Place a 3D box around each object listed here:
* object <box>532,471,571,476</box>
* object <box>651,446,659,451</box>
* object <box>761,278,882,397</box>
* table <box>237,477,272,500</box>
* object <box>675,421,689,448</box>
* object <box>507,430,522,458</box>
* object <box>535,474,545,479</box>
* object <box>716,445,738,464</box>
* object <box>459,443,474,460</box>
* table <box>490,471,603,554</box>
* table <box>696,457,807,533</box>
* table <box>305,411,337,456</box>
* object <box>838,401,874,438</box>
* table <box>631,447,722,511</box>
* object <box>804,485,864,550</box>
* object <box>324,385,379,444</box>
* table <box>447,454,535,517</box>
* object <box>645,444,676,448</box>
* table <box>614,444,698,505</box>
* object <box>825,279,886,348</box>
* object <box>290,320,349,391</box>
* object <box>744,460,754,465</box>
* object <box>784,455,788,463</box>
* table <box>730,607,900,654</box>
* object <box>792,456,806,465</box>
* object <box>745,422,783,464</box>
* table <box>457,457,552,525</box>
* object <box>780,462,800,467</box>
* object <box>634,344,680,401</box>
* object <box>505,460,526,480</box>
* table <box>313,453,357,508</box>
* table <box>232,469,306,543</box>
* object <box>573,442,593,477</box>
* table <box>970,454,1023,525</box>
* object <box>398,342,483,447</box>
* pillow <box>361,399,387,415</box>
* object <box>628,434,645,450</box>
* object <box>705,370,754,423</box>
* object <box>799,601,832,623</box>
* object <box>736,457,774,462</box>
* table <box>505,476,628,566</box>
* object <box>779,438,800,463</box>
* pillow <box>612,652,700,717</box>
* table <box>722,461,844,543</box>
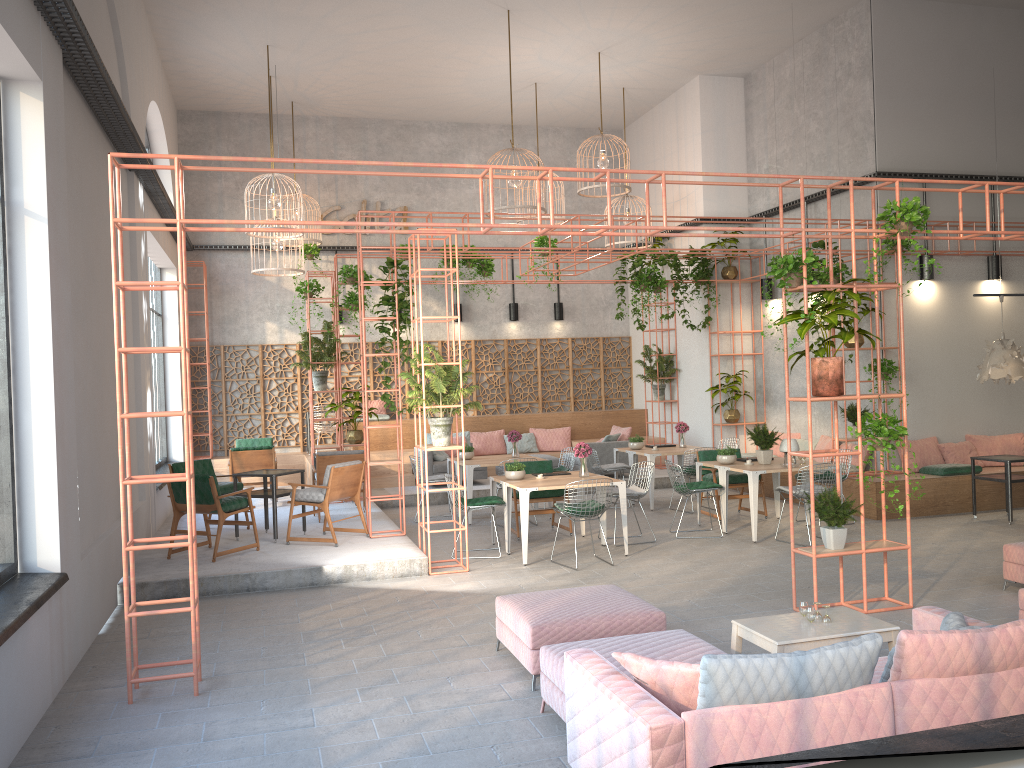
[{"bbox_3d":[0.478,1.099,10.779,0.427,0.031,0.268,-2,0,-16],"label":"object"},{"bbox_3d":[2.198,0.985,13.620,0.115,0.078,0.115,-2,0,-10],"label":"object"},{"bbox_3d":[2.508,-0.372,7.204,0.924,0.946,0.923,-2,0,40],"label":"object"},{"bbox_3d":[-4.221,1.487,14.495,0.602,0.798,0.635,-2,0,-16],"label":"table"},{"bbox_3d":[2.677,0.795,13.953,0.225,0.414,0.213,-2,0,-23],"label":"object"},{"bbox_3d":[0.040,0.890,13.213,0.225,0.414,0.213,-2,0,-23],"label":"object"},{"bbox_3d":[0.332,1.082,10.392,0.115,0.073,0.115,-2,0,-21],"label":"object"},{"bbox_3d":[2.710,0.887,11.201,0.254,0.247,0.248,-2,0,-16],"label":"object"},{"bbox_3d":[-0.682,0.999,13.181,0.252,0.247,0.247,-2,0,-16],"label":"object"},{"bbox_3d":[0.410,1.520,10.656,1.205,0.830,0.694,-2,0,-16],"label":"table"},{"bbox_3d":[3.084,1.411,11.424,1.205,0.830,0.694,-2,0,-16],"label":"table"},{"bbox_3d":[-3.532,0.908,16.590,0.602,0.798,0.635,-2,0,-16],"label":"table"},{"bbox_3d":[4.787,0.494,12.370,0.368,0.527,0.438,-2,0,-16],"label":"object"},{"bbox_3d":[2.514,1.424,13.473,1.214,0.830,0.694,-2,0,-16],"label":"table"},{"bbox_3d":[2.626,1.091,7.301,0.368,0.527,0.438,-2,0,-16],"label":"object"},{"bbox_3d":[-2.511,0.477,13.790,0.903,0.923,0.934,-2,0,41],"label":"object"},{"bbox_3d":[-0.310,1.523,13.404,1.205,0.830,0.694,-2,0,-16],"label":"table"},{"bbox_3d":[2.390,0.995,14.266,0.427,0.031,0.268,-2,0,-16],"label":"object"},{"bbox_3d":[2.322,1.428,14.142,1.205,0.830,0.694,-2,0,-16],"label":"table"},{"bbox_3d":[4.685,-0.970,12.244,0.903,0.947,0.934,-2,0,36],"label":"object"},{"bbox_3d":[-2.984,-0.443,13.844,0.900,1.101,0.894,-2,0,38],"label":"object"},{"bbox_3d":[2.936,0.968,10.987,0.115,0.078,0.115,-2,0,-10],"label":"object"},{"bbox_3d":[3.368,0.925,10.820,0.095,0.119,0.095,-2,0,9],"label":"object"},{"bbox_3d":[1.842,1.682,5.393,0.916,0.455,0.520,-2,0,-16],"label":"table"},{"bbox_3d":[3.564,0.905,10.911,0.210,0.154,0.165,-2,0,-26],"label":"object"},{"bbox_3d":[3.118,0.731,11.039,0.368,0.527,0.438,-2,0,-16],"label":"object"},{"bbox_3d":[-0.118,1.518,12.737,1.214,0.830,0.694,-2,0,-16],"label":"table"},{"bbox_3d":[3.317,0.967,10.583,0.218,0.041,0.218,-2,0,-7],"label":"object"},{"bbox_3d":[2.810,-0.231,17.128,0.900,1.097,0.894,-2,0,13],"label":"object"},{"bbox_3d":[0.038,1.009,10.433,0.252,0.247,0.247,-2,0,-16],"label":"object"},{"bbox_3d":[-2.637,1.436,13.211,0.602,0.798,0.635,-2,0,-16],"label":"table"},{"bbox_3d":[-2.919,1.454,10.686,0.635,0.798,0.602,-2,0,24],"label":"table"},{"bbox_3d":[0.831,0.884,10.391,0.225,0.414,0.213,-2,0,-23],"label":"object"},{"bbox_3d":[6.309,1.332,11.279,0.602,0.798,0.635,-2,0,-16],"label":"table"},{"bbox_3d":[-0.789,0.111,9.468,0.900,1.100,0.894,-2,0,13],"label":"object"},{"bbox_3d":[-2.702,0.455,17.389,0.499,0.324,0.307,-2,0,0],"label":"pillow"},{"bbox_3d":[1.949,0.905,13.919,0.254,0.247,0.248,-2,0,-16],"label":"object"},{"bbox_3d":[3.810,0.223,15.615,0.934,0.919,0.903,-2,0,-44],"label":"object"},{"bbox_3d":[1.868,1.430,5.473,0.156,0.145,0.199,-2,0,-1],"label":"object"},{"bbox_3d":[3.152,0.978,11.547,0.427,0.031,0.268,-2,0,-16],"label":"object"},{"bbox_3d":[0.602,1.515,9.986,1.214,0.830,0.694,-2,0,-16],"label":"table"},{"bbox_3d":[3.448,0.837,11.018,0.241,0.313,0.241,-2,0,29],"label":"object"},{"bbox_3d":[0.725,1.348,3.900,0.495,0.349,0.308,-2,0,34],"label":"pillow"},{"bbox_3d":[3.276,1.406,10.754,1.214,0.830,0.694,-2,0,-16],"label":"table"}]
